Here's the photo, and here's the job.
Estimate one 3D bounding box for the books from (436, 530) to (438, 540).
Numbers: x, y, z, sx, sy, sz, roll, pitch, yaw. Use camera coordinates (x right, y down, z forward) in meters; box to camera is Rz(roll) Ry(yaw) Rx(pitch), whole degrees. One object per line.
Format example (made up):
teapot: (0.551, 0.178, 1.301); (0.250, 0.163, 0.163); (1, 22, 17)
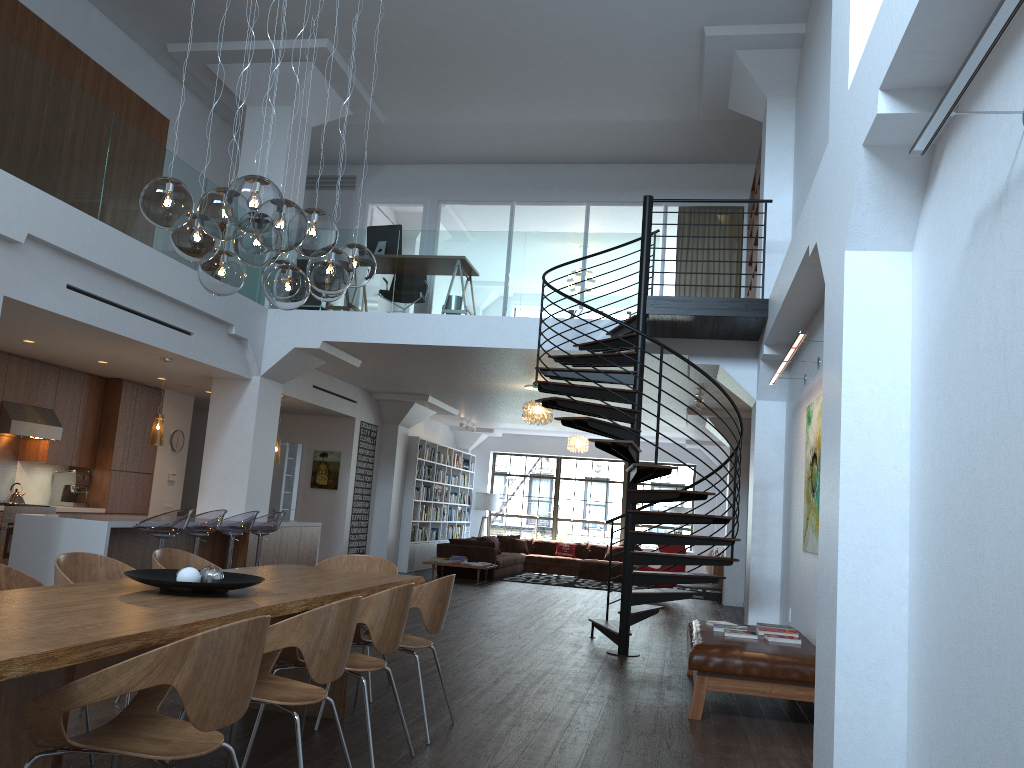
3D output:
books: (-1.551, 2.992, 17.591); (0.146, 0.202, 0.027); (3, -8, 11)

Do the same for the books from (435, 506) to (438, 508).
books: (-1.556, 2.549, 17.491); (0.176, 0.290, 0.036); (3, -8, 11)

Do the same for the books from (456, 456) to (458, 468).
books: (-1.242, 1.654, 18.844); (0.171, 0.246, 0.057); (3, -8, 11)

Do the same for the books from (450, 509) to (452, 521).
books: (-1.352, 2.729, 18.492); (0.182, 0.253, 0.098); (3, -8, 11)

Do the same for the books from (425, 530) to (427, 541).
books: (-1.707, 2.850, 16.808); (0.174, 0.236, 0.142); (3, -8, 11)

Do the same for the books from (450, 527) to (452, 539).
books: (-1.359, 3.122, 18.574); (0.183, 0.253, 0.034); (3, -8, 11)

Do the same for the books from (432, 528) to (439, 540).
books: (-1.538, 2.990, 17.676); (0.140, 0.231, 0.042); (3, -8, 11)

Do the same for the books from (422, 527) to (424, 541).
books: (-1.744, 2.811, 16.639); (0.180, 0.259, 0.042); (3, -8, 11)

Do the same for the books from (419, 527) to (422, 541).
books: (-1.771, 2.789, 16.491); (0.183, 0.253, 0.042); (3, -8, 11)

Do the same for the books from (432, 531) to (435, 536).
books: (-1.586, 2.976, 17.396); (0.126, 0.173, 0.032); (3, -8, 11)

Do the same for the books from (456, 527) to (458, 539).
books: (-1.271, 3.201, 19.078); (0.183, 0.253, 0.036); (3, -8, 11)

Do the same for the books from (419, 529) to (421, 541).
books: (-1.780, 2.795, 16.421); (0.161, 0.223, 0.033); (3, -8, 11)

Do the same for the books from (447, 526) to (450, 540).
books: (-1.405, 3.078, 18.397); (0.198, 0.284, 0.066); (3, -8, 11)

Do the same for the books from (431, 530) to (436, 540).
books: (-1.577, 2.975, 17.452); (0.139, 0.191, 0.036); (3, -8, 11)

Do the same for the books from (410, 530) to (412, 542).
books: (-1.875, 2.714, 15.907); (0.161, 0.223, 0.032); (3, -8, 11)

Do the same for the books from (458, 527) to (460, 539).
books: (-1.233, 3.229, 19.253); (0.183, 0.253, 0.037); (3, -8, 11)

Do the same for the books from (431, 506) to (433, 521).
books: (-1.633, 2.492, 17.119); (0.198, 0.284, 0.066); (3, -8, 11)

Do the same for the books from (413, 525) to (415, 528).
books: (-1.850, 2.566, 16.023); (0.174, 0.045, 0.240); (4, -8, 1)

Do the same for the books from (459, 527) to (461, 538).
books: (-1.215, 3.251, 19.370); (0.189, 0.247, 0.057); (3, -8, 11)

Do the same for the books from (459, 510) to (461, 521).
books: (-1.208, 2.860, 19.308); (0.171, 0.246, 0.036); (3, -8, 11)

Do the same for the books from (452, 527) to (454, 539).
books: (-1.327, 3.147, 18.730); (0.183, 0.253, 0.034); (3, -8, 11)

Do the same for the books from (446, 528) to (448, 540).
books: (-1.428, 3.081, 18.278); (0.174, 0.240, 0.045); (3, -8, 11)

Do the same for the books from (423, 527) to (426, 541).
books: (-1.723, 2.827, 16.722); (0.183, 0.253, 0.042); (3, -8, 11)

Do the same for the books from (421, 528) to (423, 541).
books: (-1.754, 2.805, 16.561); (0.171, 0.246, 0.039); (3, -8, 11)

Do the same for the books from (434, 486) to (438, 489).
books: (-1.565, 2.014, 17.322); (0.174, 0.045, 0.240); (3, -8, 11)

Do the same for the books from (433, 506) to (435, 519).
books: (-1.604, 2.507, 17.225); (0.176, 0.290, 0.053); (3, -8, 11)

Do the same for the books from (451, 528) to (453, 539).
books: (-1.345, 3.147, 18.694); (0.174, 0.240, 0.045); (3, -8, 11)

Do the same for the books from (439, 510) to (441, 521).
books: (-1.511, 2.616, 17.699); (0.161, 0.223, 0.026); (3, -8, 11)

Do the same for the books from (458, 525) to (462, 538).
books: (-1.186, 3.234, 19.419); (0.140, 0.298, 0.044); (3, -8, 11)

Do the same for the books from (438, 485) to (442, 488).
books: (-1.492, 2.043, 17.725); (0.129, 0.043, 0.185); (0, -9, 26)

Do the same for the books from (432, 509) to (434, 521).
books: (-1.605, 2.534, 17.181); (0.161, 0.223, 0.026); (3, -8, 11)

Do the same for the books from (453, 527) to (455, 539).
books: (-1.319, 3.157, 18.813); (0.180, 0.259, 0.060); (3, -8, 11)

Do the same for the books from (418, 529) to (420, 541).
books: (-1.792, 2.782, 16.336); (0.161, 0.223, 0.032); (3, -8, 11)

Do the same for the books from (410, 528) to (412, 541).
books: (-1.888, 2.695, 15.881); (0.160, 0.251, 0.031); (3, -8, 11)

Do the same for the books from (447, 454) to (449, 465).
books: (-1.383, 1.545, 18.123); (0.174, 0.236, 0.136); (3, -8, 11)

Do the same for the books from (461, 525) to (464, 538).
books: (-1.167, 3.271, 19.635); (0.176, 0.290, 0.053); (3, -8, 11)

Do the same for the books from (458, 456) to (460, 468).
books: (-1.219, 1.668, 18.956); (0.183, 0.253, 0.034); (3, -8, 11)

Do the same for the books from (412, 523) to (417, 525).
books: (-1.844, 2.527, 16.005); (0.223, 0.027, 0.161); (1, -9, 21)

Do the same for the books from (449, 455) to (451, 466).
books: (-1.347, 1.577, 18.283); (0.161, 0.223, 0.032); (3, -8, 11)

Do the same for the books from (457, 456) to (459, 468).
books: (-1.229, 1.663, 18.925); (0.183, 0.253, 0.034); (3, -8, 11)

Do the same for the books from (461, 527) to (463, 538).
books: (-1.181, 3.280, 19.551); (0.171, 0.246, 0.057); (3, -8, 11)

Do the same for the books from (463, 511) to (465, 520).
books: (-1.144, 2.923, 19.641); (0.168, 0.228, 0.139); (3, -8, 11)

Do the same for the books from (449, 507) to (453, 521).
books: (-1.348, 2.726, 18.599); (0.197, 0.290, 0.136); (3, -8, 11)

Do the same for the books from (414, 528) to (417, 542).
books: (-1.838, 2.735, 16.142); (0.180, 0.251, 0.048); (3, -8, 11)

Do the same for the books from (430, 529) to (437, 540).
books: (-1.562, 2.979, 17.510); (0.146, 0.202, 0.027); (3, -8, 11)

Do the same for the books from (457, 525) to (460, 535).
books: (-1.237, 3.222, 19.315); (0.198, 0.284, 0.066); (3, -8, 11)

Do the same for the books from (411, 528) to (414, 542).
books: (-1.865, 2.712, 15.950); (0.174, 0.240, 0.054); (3, -8, 11)

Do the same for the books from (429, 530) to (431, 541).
books: (-1.649, 2.917, 17.105); (0.136, 0.196, 0.045); (3, -8, 11)

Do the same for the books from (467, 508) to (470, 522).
books: (-1.045, 2.967, 20.112); (0.176, 0.290, 0.053); (3, -8, 11)

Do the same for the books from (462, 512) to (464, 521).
books: (-1.155, 2.920, 19.554); (0.161, 0.221, 0.035); (3, -8, 11)

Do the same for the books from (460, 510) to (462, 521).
books: (-1.185, 2.875, 19.425); (0.183, 0.253, 0.042); (3, -8, 11)

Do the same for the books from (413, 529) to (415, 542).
books: (-1.847, 2.732, 16.022); (0.161, 0.223, 0.032); (3, -8, 11)

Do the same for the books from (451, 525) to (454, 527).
books: (-1.328, 3.134, 18.769); (0.176, 0.290, 0.036); (3, -8, 11)

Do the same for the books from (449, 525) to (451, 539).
books: (-1.376, 3.092, 18.503); (0.176, 0.290, 0.053); (3, -8, 11)

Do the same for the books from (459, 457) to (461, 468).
books: (-1.193, 1.689, 19.089); (0.183, 0.253, 0.034); (3, -8, 11)
